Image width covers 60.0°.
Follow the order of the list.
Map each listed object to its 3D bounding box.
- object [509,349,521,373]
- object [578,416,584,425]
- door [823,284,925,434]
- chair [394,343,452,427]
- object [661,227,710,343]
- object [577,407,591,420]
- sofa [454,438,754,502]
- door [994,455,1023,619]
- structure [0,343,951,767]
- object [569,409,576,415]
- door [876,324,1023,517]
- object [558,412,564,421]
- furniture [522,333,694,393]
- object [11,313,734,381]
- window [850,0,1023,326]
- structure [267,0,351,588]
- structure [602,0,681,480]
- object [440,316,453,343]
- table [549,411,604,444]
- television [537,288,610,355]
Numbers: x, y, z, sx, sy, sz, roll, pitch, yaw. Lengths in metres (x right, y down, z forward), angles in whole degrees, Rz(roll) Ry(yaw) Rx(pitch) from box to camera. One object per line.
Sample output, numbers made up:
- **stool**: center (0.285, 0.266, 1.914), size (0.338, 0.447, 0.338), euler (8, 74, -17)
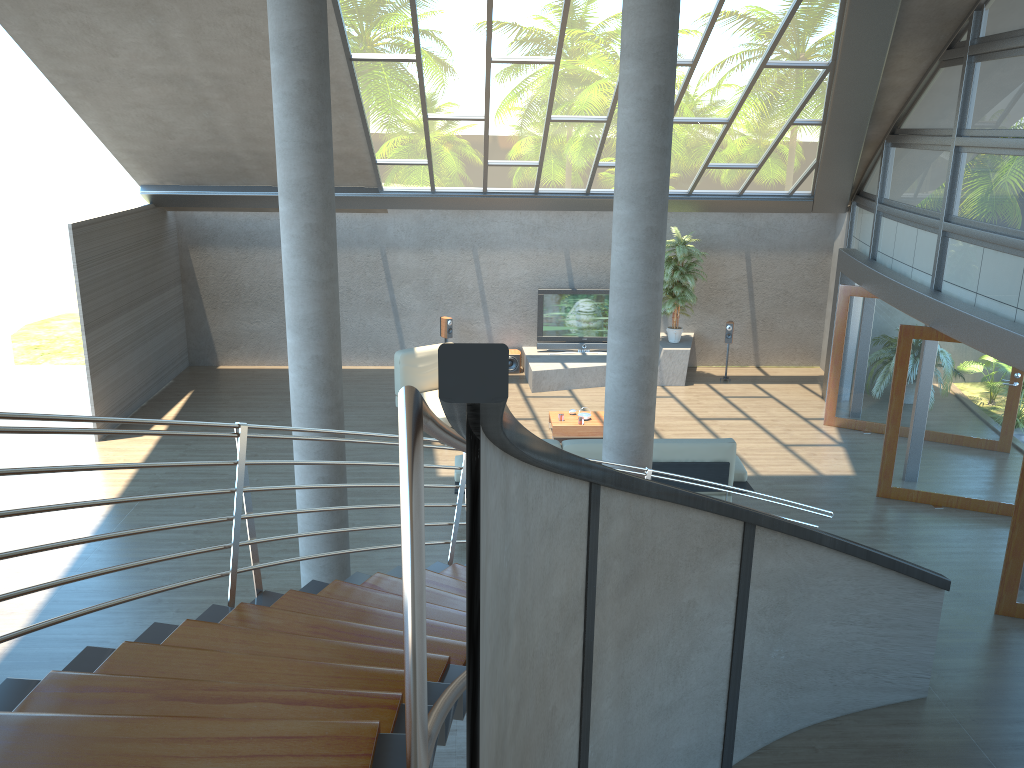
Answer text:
- **object**: center (-0.038, -0.387, 14.868), size (0.362, 0.323, 0.425), euler (0, 16, -2)
- **object**: center (0.899, 0.470, 11.483), size (0.085, 0.101, 0.070), euler (8, 18, 24)
- **door**: center (5.383, -0.222, 11.607), size (2.298, 1.977, 0.200), euler (9, 18, 25)
- **chair**: center (-0.791, 0.073, 12.040), size (1.217, 1.023, 1.244), euler (-11, 20, -35)
- **object**: center (2.651, -1.579, 14.193), size (0.895, 1.857, 0.932), euler (-14, 22, -42)
- **object**: center (0.955, 0.385, 11.672), size (0.178, 0.161, 0.178), euler (13, 20, 37)
- **sofa**: center (0.930, 0.902, 9.451), size (3.079, 0.947, 1.166), euler (0, 16, -3)
- **door**: center (5.222, 1.132, 6.949), size (2.298, 1.977, 0.200), euler (6, 17, 18)
- **structure**: center (0.608, 0.897, 4.567), size (2.349, 3.653, 6.809), euler (12, 20, 34)
- **object**: center (0.811, 0.365, 11.869), size (0.100, 0.086, 0.102), euler (1, 16, 1)
- **door**: center (5.179, 0.446, 9.306), size (2.298, 1.977, 0.200), euler (7, 17, 20)
- **object**: center (0.644, 0.428, 11.617), size (0.070, 0.101, 0.085), euler (0, 16, -4)
- **furniture**: center (1.672, -0.365, 14.399), size (2.936, 0.610, 1.577), euler (0, 16, -2)
- **object**: center (1.039, -0.990, 15.907), size (21.345, 0.982, 7.863), euler (1, 16, 1)
- **window**: center (5.327, -0.866, 5.506), size (1.098, 6.630, 16.616), euler (0, 16, -4)
- **structure**: center (-1.417, -1.394, 6.102), size (0.382, 7.125, 0.381), euler (0, 16, -2)
- **structure**: center (0.907, -1.391, 6.200), size (0.381, 7.125, 0.382), euler (15, 21, 39)
- **object**: center (-1.076, -0.618, 14.487), size (0.171, 0.959, 0.234), euler (-11, 20, -35)
- **table**: center (1.109, 0.574, 11.762), size (1.200, 0.250, 0.600), euler (0, 16, -2)
- **television**: center (1.202, -1.039, 14.614), size (1.568, 1.063, 0.396), euler (0, 16, -2)
